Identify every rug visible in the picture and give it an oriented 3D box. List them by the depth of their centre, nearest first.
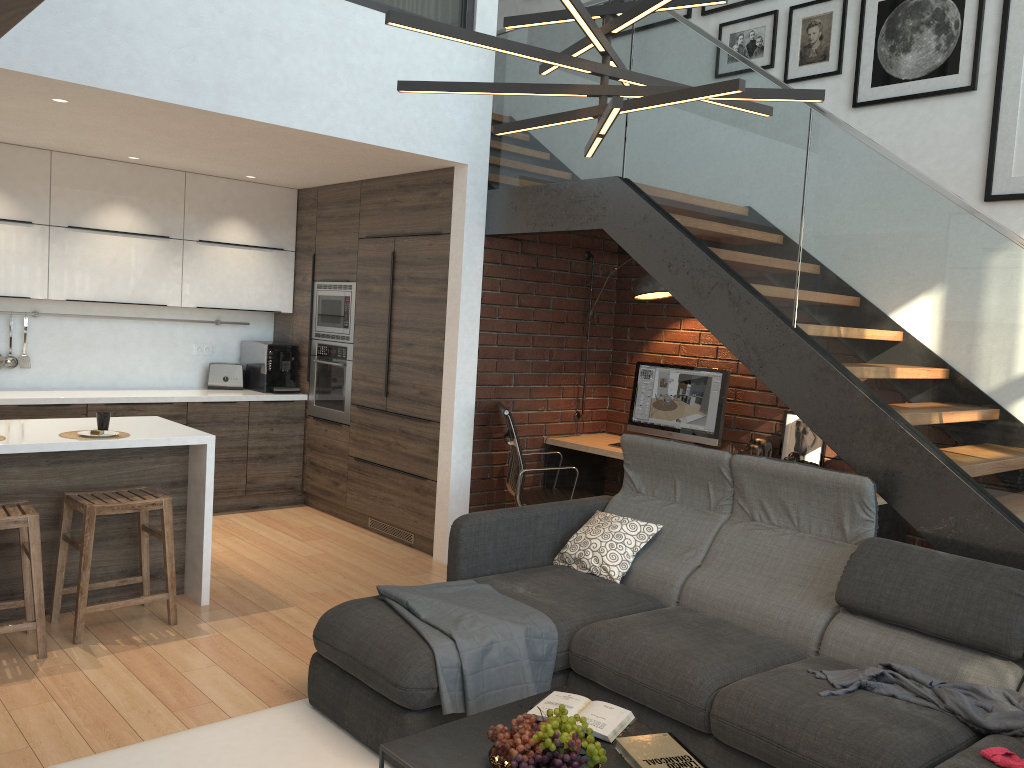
[{"bbox_3d":[-0.056,1.325,2.415,1.606,0.013,2.496,0,6,-42],"label":"rug"}]

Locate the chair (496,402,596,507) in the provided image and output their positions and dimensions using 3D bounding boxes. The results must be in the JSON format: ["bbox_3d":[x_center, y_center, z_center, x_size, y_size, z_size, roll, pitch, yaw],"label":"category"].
[{"bbox_3d":[0.189,0.633,5.391,0.700,0.991,0.651,3,4,-7],"label":"chair"}]

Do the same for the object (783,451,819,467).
[{"bbox_3d":[1.603,0.442,4.910,0.149,0.119,0.166,-1,6,-44],"label":"object"}]

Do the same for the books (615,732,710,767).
[{"bbox_3d":[0.404,1.003,2.368,0.179,0.029,0.225,2,4,-19],"label":"books"}]

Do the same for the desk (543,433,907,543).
[{"bbox_3d":[1.125,0.824,5.244,0.610,0.750,2.182,0,5,-41],"label":"desk"}]

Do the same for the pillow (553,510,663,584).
[{"bbox_3d":[1.152,0.795,3.170,0.386,0.364,2.734,0,5,-38],"label":"pillow"}]

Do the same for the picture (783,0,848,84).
[{"bbox_3d":[1.717,-1.949,5.022,0.022,0.440,0.358,0,5,-41],"label":"picture"}]

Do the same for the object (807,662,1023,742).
[{"bbox_3d":[1.389,0.980,2.736,0.905,0.118,0.411,5,5,24],"label":"object"}]

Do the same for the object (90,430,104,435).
[{"bbox_3d":[-2.126,0.219,3.940,0.064,0.039,0.597,8,6,45],"label":"object"}]

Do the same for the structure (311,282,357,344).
[{"bbox_3d":[-1.119,-0.520,6.540,0.459,0.430,0.595,0,5,-41],"label":"structure"}]

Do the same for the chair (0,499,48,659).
[{"bbox_3d":[-2.180,0.814,3.641,0.450,0.600,0.350,0,5,-36],"label":"chair"}]

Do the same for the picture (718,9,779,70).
[{"bbox_3d":[1.417,-2.047,5.362,0.025,0.333,0.410,0,5,-41],"label":"picture"}]

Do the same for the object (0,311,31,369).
[{"bbox_3d":[-3.326,-0.285,5.803,0.320,0.389,0.069,0,5,-40],"label":"object"}]

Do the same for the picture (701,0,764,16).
[{"bbox_3d":[1.545,-2.602,5.210,0.025,0.654,0.990,0,5,-41],"label":"picture"}]

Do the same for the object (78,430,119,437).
[{"bbox_3d":[-1.918,0.234,4.115,0.176,0.014,0.176,0,5,-37],"label":"object"}]

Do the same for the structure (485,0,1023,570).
[{"bbox_3d":[1.187,-0.268,4.794,1.289,3.460,5.660,0,5,-41],"label":"structure"}]

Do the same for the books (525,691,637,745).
[{"bbox_3d":[0.199,0.975,2.619,0.294,0.025,0.199,6,5,28],"label":"books"}]

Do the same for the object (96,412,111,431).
[{"bbox_3d":[-1.949,0.184,4.228,0.066,0.093,0.066,5,4,22],"label":"object"}]

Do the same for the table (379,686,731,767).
[{"bbox_3d":[0.128,1.163,2.370,0.700,0.323,0.700,0,5,-41],"label":"table"}]

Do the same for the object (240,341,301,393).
[{"bbox_3d":[-1.846,-0.136,6.803,0.274,0.378,0.532,0,6,-42],"label":"object"}]

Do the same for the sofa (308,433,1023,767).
[{"bbox_3d":[0.767,0.865,2.696,2.108,0.995,3.169,0,5,-41],"label":"sofa"}]

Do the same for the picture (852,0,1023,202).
[{"bbox_3d":[2.471,-1.712,4.167,0.028,1.678,1.785,0,5,-41],"label":"picture"}]

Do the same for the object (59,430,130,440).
[{"bbox_3d":[-1.949,0.238,4.145,0.304,0.002,0.304,3,4,-9],"label":"object"}]

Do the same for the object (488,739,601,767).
[{"bbox_3d":[0.083,0.989,2.309,0.295,0.026,0.295,7,6,42],"label":"object"}]

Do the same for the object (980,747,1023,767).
[{"bbox_3d":[1.522,0.993,2.304,0.536,0.077,0.323,3,4,-8],"label":"object"}]

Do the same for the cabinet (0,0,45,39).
[{"bbox_3d":[-0.605,0.173,0.666,0.338,2.494,4.036,0,5,-41],"label":"cabinet"}]

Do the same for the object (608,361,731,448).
[{"bbox_3d":[0.959,0.149,5.518,0.431,0.535,0.716,0,5,-41],"label":"object"}]

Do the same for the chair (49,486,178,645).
[{"bbox_3d":[-1.817,0.805,4.066,0.450,0.600,0.350,0,6,-44],"label":"chair"}]

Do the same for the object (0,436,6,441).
[{"bbox_3d":[-2.358,0.236,3.825,0.305,0.002,0.305,5,4,17],"label":"object"}]

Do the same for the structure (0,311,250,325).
[{"bbox_3d":[-3.178,-0.466,5.922,3.000,0.045,0.050,0,5,-41],"label":"structure"}]

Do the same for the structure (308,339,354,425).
[{"bbox_3d":[-1.163,-0.022,6.564,0.495,0.570,0.595,0,5,-41],"label":"structure"}]

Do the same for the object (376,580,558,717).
[{"bbox_3d":[-0.167,0.972,3.247,0.548,0.369,0.685,1,5,-34],"label":"object"}]

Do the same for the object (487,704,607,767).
[{"bbox_3d":[0.078,0.919,2.304,0.256,0.173,0.279,-1,6,-44],"label":"object"}]

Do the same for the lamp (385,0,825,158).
[{"bbox_3d":[0.338,-2.451,2.144,1.200,3.645,0.831,1,5,-31],"label":"lamp"}]

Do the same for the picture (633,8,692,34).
[{"bbox_3d":[0.885,-2.873,5.957,0.025,0.990,0.871,0,5,-41],"label":"picture"}]

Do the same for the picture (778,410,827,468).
[{"bbox_3d":[1.666,0.328,5.072,0.049,0.329,0.279,0,5,-41],"label":"picture"}]

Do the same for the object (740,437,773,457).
[{"bbox_3d":[1.424,0.390,5.175,0.149,0.160,0.252,1,5,-32],"label":"object"}]

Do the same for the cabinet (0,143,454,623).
[{"bbox_3d":[-2.399,-0.208,5.074,3.495,2.401,2.401,0,5,-41],"label":"cabinet"}]

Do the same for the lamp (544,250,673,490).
[{"bbox_3d":[0.801,0.140,5.707,1.054,2.003,0.462,6,5,32],"label":"lamp"}]

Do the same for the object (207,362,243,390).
[{"bbox_3d":[-2.173,-0.060,6.724,0.260,0.195,0.177,2,4,-21],"label":"object"}]
